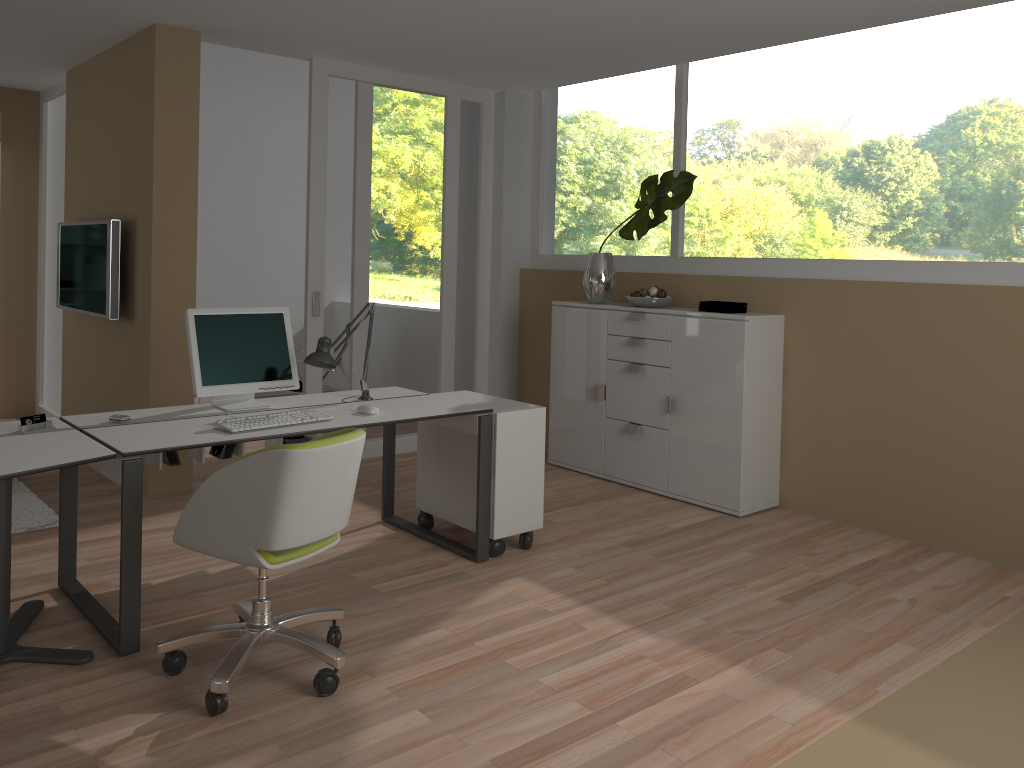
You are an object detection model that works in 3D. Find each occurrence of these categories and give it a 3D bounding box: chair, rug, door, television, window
[{"bbox_3d":[-1.961,-0.139,7.363,1.432,0.822,0.698,1,4,-6],"label":"chair"},{"bbox_3d":[-3.396,0.614,4.628,1.452,0.045,2.038,-5,11,-40],"label":"rug"},{"bbox_3d":[-0.620,-0.857,6.303,1.188,2.639,0.045,-1,2,-41],"label":"door"},{"bbox_3d":[-2.668,-0.731,5.512,0.054,0.576,1.182,0,6,-41],"label":"television"},{"bbox_3d":[-0.860,-0.823,6.023,1.188,2.639,0.060,-1,2,-41],"label":"door"},{"bbox_3d":[-0.785,0.542,2.865,0.599,0.806,0.624,3,4,24],"label":"chair"},{"bbox_3d":[1.349,-1.554,5.387,0.045,1.788,3.658,1,6,-41],"label":"window"}]

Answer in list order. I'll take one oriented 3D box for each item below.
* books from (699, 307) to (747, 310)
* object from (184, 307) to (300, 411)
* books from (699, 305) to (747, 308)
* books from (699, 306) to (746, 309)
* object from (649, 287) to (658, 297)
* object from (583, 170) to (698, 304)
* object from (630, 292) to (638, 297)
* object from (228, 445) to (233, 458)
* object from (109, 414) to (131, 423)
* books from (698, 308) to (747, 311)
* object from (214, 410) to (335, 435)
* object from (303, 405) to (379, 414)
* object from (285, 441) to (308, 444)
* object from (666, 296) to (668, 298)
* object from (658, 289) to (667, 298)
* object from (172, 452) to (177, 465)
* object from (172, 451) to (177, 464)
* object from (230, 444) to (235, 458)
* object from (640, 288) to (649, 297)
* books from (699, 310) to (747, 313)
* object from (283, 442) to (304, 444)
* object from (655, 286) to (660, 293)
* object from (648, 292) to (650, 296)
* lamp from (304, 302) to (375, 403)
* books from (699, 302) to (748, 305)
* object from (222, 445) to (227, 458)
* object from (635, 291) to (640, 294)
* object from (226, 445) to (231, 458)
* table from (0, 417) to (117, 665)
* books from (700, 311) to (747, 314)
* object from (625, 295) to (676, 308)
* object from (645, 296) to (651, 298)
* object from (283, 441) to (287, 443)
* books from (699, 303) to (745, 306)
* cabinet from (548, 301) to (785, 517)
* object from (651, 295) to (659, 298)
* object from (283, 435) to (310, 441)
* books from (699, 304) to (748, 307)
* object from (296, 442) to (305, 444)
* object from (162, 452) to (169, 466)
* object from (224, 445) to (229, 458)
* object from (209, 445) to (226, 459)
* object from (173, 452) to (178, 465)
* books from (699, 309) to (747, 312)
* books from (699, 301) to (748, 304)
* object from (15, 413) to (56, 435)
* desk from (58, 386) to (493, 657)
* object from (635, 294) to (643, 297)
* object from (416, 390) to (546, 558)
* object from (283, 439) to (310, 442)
[{"bbox_3d":[1.216,-0.438,5.076,0.157,0.006,0.224,-6,11,-40],"label":"books"},{"bbox_3d":[-1.181,-0.116,3.859,0.467,0.429,0.198,-3,4,-41],"label":"object"},{"bbox_3d":[1.215,-0.449,5.075,0.157,0.006,0.224,-5,10,-39],"label":"books"},{"bbox_3d":[1.216,-0.443,5.075,0.157,0.006,0.224,-6,11,-40],"label":"books"},{"bbox_3d":[0.869,-0.563,5.403,0.051,0.066,0.056,0,4,-18],"label":"object"},{"bbox_3d":[0.815,-0.912,5.534,0.265,0.842,0.862,0,4,-44],"label":"object"},{"bbox_3d":[0.766,-0.544,5.507,0.056,0.061,0.055,2,4,3],"label":"object"},{"bbox_3d":[-1.274,0.262,3.923,0.039,0.113,0.134,0,5,-41],"label":"object"},{"bbox_3d":[-1.533,0.135,3.442,0.084,0.021,0.047,6,8,28],"label":"object"},{"bbox_3d":[1.214,-0.433,5.078,0.157,0.006,0.224,-6,11,-42],"label":"books"},{"bbox_3d":[-1.018,0.152,3.565,0.390,0.079,0.457,9,11,44],"label":"object"},{"bbox_3d":[-0.750,0.122,3.814,0.371,0.079,0.141,6,8,28],"label":"object"},{"bbox_3d":[-1.034,0.263,4.130,0.120,0.002,0.134,-5,11,-40],"label":"object"},{"bbox_3d":[0.930,-0.519,5.393,0.052,0.066,0.056,4,5,34],"label":"object"},{"bbox_3d":[0.915,-0.544,5.349,0.053,0.068,0.053,-1,4,-33],"label":"object"},{"bbox_3d":[-1.471,0.281,3.753,0.039,0.113,0.134,0,5,-41],"label":"object"},{"bbox_3d":[-1.469,0.281,3.755,0.039,0.113,0.134,0,5,-41],"label":"object"},{"bbox_3d":[-1.267,0.261,3.929,0.039,0.113,0.134,0,5,-41],"label":"object"},{"bbox_3d":[0.816,-0.562,5.435,0.053,0.063,0.055,4,5,34],"label":"object"},{"bbox_3d":[1.215,-0.421,5.077,0.157,0.006,0.224,-6,11,-40],"label":"books"},{"bbox_3d":[-1.035,0.266,4.130,0.120,0.002,0.134,-5,11,-40],"label":"object"},{"bbox_3d":[0.900,-0.577,5.505,0.052,0.070,0.053,-1,4,-34],"label":"object"},{"bbox_3d":[0.846,-0.556,5.568,0.054,0.064,0.057,2,4,8],"label":"object"},{"bbox_3d":[-0.770,-0.095,3.958,0.140,0.526,0.543,2,5,14],"label":"lamp"},{"bbox_3d":[1.217,-0.465,5.073,0.157,0.007,0.224,-6,11,-40],"label":"books"},{"bbox_3d":[-1.295,0.264,3.905,0.039,0.113,0.134,0,5,-41],"label":"object"},{"bbox_3d":[0.794,-0.556,5.553,0.056,0.064,0.053,4,4,28],"label":"object"},{"bbox_3d":[-1.281,0.263,3.917,0.039,0.113,0.134,0,5,-41],"label":"object"},{"bbox_3d":[-1.816,0.563,2.916,0.812,0.685,0.931,-3,7,-43],"label":"table"},{"bbox_3d":[1.214,-0.416,5.077,0.157,0.007,0.224,-6,11,-40],"label":"books"},{"bbox_3d":[0.856,-0.510,5.461,0.314,0.063,0.316,3,8,14],"label":"object"},{"bbox_3d":[0.834,-0.509,5.400,0.055,0.065,0.052,5,5,40],"label":"object"},{"bbox_3d":[-1.032,0.257,4.132,0.119,0.002,0.134,-5,11,-40],"label":"object"},{"bbox_3d":[1.218,-0.460,5.077,0.157,0.008,0.224,-6,11,-40],"label":"books"},{"bbox_3d":[0.873,0.071,5.424,0.417,1.079,1.533,0,5,-41],"label":"cabinet"},{"bbox_3d":[0.874,-0.513,5.367,0.054,0.064,0.057,3,5,27],"label":"object"},{"bbox_3d":[-1.031,0.250,4.133,0.120,0.002,0.134,-5,11,-40],"label":"object"},{"bbox_3d":[1.218,-0.455,5.077,0.157,0.008,0.224,-6,11,-40],"label":"books"},{"bbox_3d":[-1.036,0.268,4.129,0.120,0.002,0.134,-5,11,-40],"label":"object"},{"bbox_3d":[-1.492,0.284,3.735,0.040,0.113,0.134,0,5,-41],"label":"object"},{"bbox_3d":[-1.288,0.264,3.911,0.039,0.113,0.134,0,5,-41],"label":"object"},{"bbox_3d":[-1.298,0.265,3.902,0.039,0.113,0.134,0,5,-41],"label":"object"},{"bbox_3d":[-1.468,0.281,3.756,0.039,0.113,0.134,0,5,-41],"label":"object"},{"bbox_3d":[1.215,-0.427,5.077,0.157,0.006,0.224,-6,11,-40],"label":"books"},{"bbox_3d":[1.218,-0.470,5.073,0.157,0.006,0.224,-6,11,-40],"label":"books"},{"bbox_3d":[-1.753,0.146,3.244,0.049,0.055,0.131,3,7,24],"label":"object"},{"bbox_3d":[-0.962,0.463,3.765,1.604,0.683,0.809,-5,8,-41],"label":"desk"},{"bbox_3d":[0.779,-0.521,5.408,0.051,0.065,0.057,-1,5,-28],"label":"object"},{"bbox_3d":[-0.165,0.419,4.298,0.308,0.673,0.625,-1,5,-41],"label":"object"},{"bbox_3d":[-1.032,0.254,4.132,0.120,0.002,0.134,-5,11,-40],"label":"object"}]
